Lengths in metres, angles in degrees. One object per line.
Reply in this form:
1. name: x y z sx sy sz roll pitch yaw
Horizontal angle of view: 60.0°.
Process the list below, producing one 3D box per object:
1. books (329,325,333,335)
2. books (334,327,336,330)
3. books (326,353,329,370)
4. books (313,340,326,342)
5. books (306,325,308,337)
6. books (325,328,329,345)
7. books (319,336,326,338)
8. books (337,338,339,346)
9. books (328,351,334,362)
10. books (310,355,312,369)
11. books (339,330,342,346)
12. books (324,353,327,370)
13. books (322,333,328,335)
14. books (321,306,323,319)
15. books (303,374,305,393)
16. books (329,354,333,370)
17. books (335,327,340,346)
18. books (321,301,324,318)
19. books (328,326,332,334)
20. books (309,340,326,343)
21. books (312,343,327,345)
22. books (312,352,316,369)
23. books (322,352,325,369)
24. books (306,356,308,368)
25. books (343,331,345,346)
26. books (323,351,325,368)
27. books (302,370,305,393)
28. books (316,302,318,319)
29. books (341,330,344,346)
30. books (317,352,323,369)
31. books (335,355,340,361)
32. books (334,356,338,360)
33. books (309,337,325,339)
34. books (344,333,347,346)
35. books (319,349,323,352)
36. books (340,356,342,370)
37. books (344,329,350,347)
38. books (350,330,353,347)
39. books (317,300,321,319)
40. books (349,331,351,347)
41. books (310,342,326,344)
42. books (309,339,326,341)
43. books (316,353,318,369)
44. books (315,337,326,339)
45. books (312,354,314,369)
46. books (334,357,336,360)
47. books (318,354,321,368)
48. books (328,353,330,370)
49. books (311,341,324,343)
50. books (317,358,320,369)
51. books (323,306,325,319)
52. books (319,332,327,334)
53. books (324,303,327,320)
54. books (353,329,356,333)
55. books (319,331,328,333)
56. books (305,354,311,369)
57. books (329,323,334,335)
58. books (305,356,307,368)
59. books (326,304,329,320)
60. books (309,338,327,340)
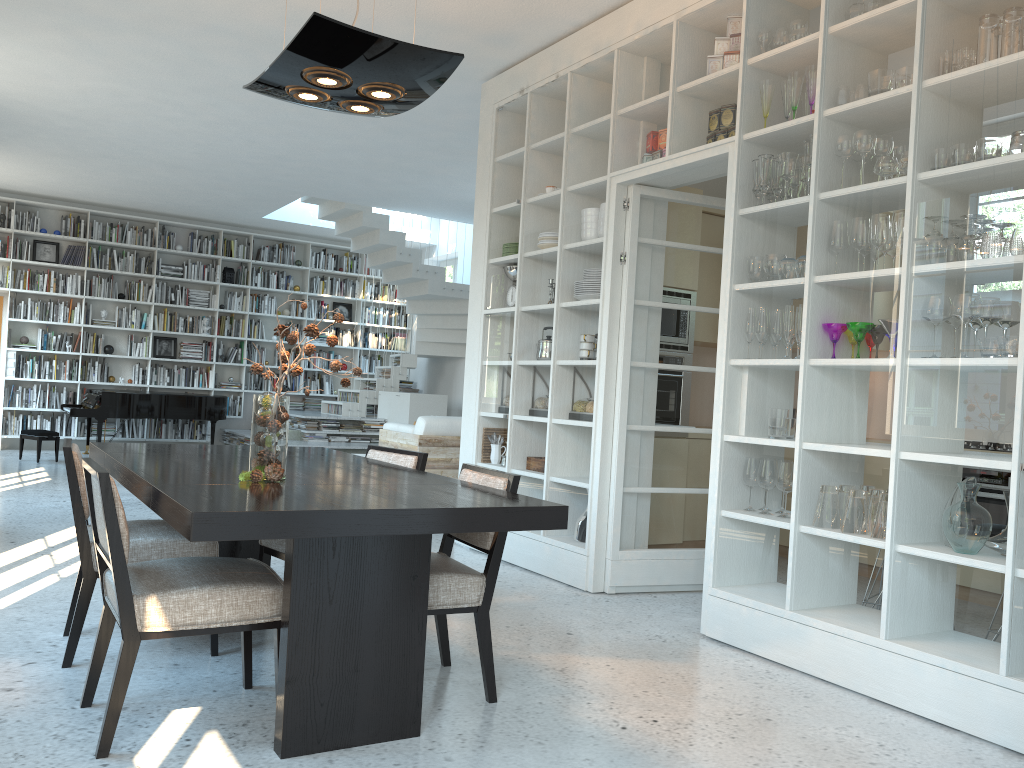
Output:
1. books: -2.729 -0.727 13.328 0.011 0.300 0.184 3 0 -31
2. books: -2.697 -0.715 13.376 0.013 0.280 0.131 3 0 -31
3. books: -2.795 -0.338 13.303 0.014 0.249 0.177 3 0 -31
4. books: -2.924 -0.644 13.234 0.254 0.012 0.161 4 -1 -27
5. books: -3.065 -0.733 13.158 0.028 0.267 0.137 3 0 -31
6. books: -2.786 -0.708 13.314 0.012 0.254 0.161 3 0 -31
7. books: -2.916 -0.705 13.234 0.254 0.012 0.161 4 -1 -26
8. books: -2.644 -0.710 13.425 0.010 0.278 0.129 3 0 -31
9. books: -2.727 -0.354 13.348 0.026 0.290 0.181 3 0 -31
10. books: -3.010 -0.351 13.195 0.024 0.247 0.143 3 0 -31
11. books: -2.617 -0.690 13.418 0.031 0.242 0.147 3 0 -31
12. books: -2.822 -0.338 13.309 0.026 0.246 0.165 3 0 -31
13. books: -2.917 -0.753 13.239 0.285 0.012 0.159 4 -1 -29
14. books: -2.862 -1.059 13.236 0.013 0.207 0.189 3 0 -31
15. books: -3.104 -0.010 13.154 0.015 0.287 0.138 3 0 -31
16. books: -2.748 -0.332 13.332 0.023 0.244 0.189 3 0 -31
17. books: -2.660 -0.713 13.384 0.059 0.282 0.167 3 0 -31
18. books: -2.854 -1.097 13.252 0.014 0.285 0.175 3 0 -31
19. books: -2.753 -0.721 13.345 0.012 0.285 0.159 3 0 -31
20. books: -2.923 -0.632 13.231 0.285 0.012 0.159 4 -1 -26
21. books: -2.925 -0.596 13.231 0.285 0.012 0.159 4 -1 -36
22. books: -2.963 -0.347 13.202 0.045 0.246 0.185 3 0 -31
23. books: -2.845 -0.348 13.267 0.012 0.262 0.186 3 0 -31
24. books: -3.060 -0.323 13.156 0.022 0.184 0.162 3 0 -31
25. books: -2.574 -0.684 13.464 0.028 0.235 0.129 3 0 -31
26. books: -2.836 -0.352 13.297 0.011 0.272 0.152 3 0 -31
27. books: -3.113 -0.036 13.145 0.014 0.337 0.132 3 0 -31
28. books: -2.930 -1.094 13.236 0.043 0.269 0.131 3 0 -31
29. books: -2.599 -0.693 13.449 0.031 0.250 0.133 3 0 -31
30. books: -2.871 -0.346 13.247 0.028 0.255 0.191 3 0 -31
31. books: -2.647 -0.321 13.410 0.025 0.235 0.181 3 0 -31
32. books: -2.678 -0.314 13.401 0.037 0.218 0.139 3 0 -31
33. books: -2.919 -0.680 13.232 0.254 0.012 0.161 4 -1 -36
34. books: -2.548 -0.671 13.471 0.025 0.213 0.155 3 0 -31
35. books: -2.863 -0.367 13.276 0.013 0.299 0.147 3 0 -31
36. books: -2.626 -0.313 13.424 0.027 0.223 0.170 3 0 -31
37. books: -2.514 -0.698 13.463 0.021 0.271 0.191 3 0 -31
38. books: -2.469 -0.687 13.510 0.024 0.255 0.145 3 0 -31
39. books: -2.894 -1.101 13.230 0.012 0.287 0.176 3 0 -31
40. books: -2.489 -0.680 13.481 0.041 0.239 0.176 3 0 -31
41. books: -2.926 -0.608 13.233 0.285 0.012 0.159 4 -1 -27
42. books: -2.925 -0.656 13.237 0.254 0.012 0.161 4 -1 -29
43. books: -2.941 -0.342 13.234 0.026 0.239 0.177 3 0 -31
44. books: -2.924 -0.693 13.242 0.254 0.012 0.161 4 -1 -31
45. books: -2.989 -0.338 13.193 0.011 0.223 0.162 3 0 -31
46. books: -2.699 -0.307 13.371 0.030 0.201 0.189 3 0 -31
47. books: -2.901 -0.335 13.256 0.012 0.229 0.179 3 0 -31
48. books: -2.775 -0.338 13.344 0.012 0.254 0.161 3 0 -31
49. books: -2.925 -0.620 13.234 0.254 0.012 0.161 4 -1 -35
50. books: -2.914 -0.312 13.237 0.027 0.181 0.186 3 0 -31
51. books: -2.838 -1.060 13.268 0.033 0.213 0.152 3 0 -31
52. books: -2.916 -0.765 13.239 0.254 0.012 0.161 4 -1 -29
53. books: -2.814 -1.078 13.282 0.021 0.253 0.167 3 0 -31
54. books: -2.411 -0.697 13.563 0.029 0.283 0.138 3 0 -31
55. books: -2.915 -0.777 13.239 0.285 0.012 0.159 4 -1 -33
56. books: -3.034 -0.351 13.167 0.047 0.244 0.177 3 0 -31
57. books: -2.718 -0.746 13.333 0.010 0.339 0.180 3 0 -31
58. books: -3.081 -0.325 13.146 0.023 0.186 0.159 3 0 -31
59. books: -2.788 -1.072 13.285 0.026 0.244 0.178 3 0 -31
60. books: -2.924 -0.668 13.238 0.285 0.012 0.159 4 -1 -33
